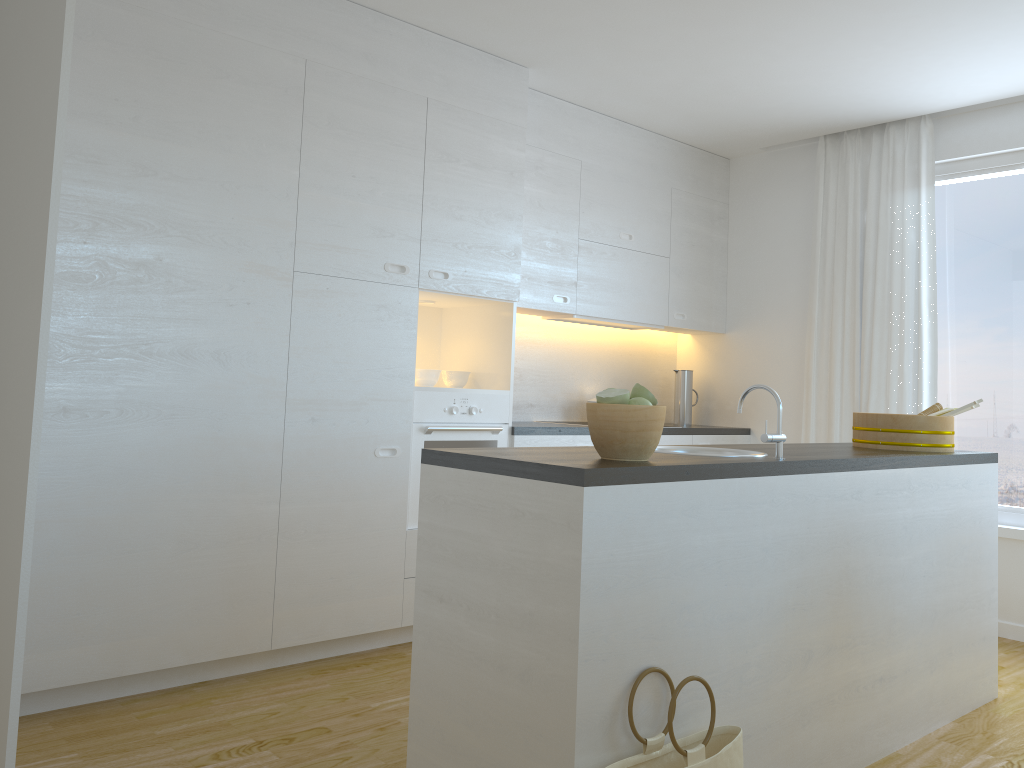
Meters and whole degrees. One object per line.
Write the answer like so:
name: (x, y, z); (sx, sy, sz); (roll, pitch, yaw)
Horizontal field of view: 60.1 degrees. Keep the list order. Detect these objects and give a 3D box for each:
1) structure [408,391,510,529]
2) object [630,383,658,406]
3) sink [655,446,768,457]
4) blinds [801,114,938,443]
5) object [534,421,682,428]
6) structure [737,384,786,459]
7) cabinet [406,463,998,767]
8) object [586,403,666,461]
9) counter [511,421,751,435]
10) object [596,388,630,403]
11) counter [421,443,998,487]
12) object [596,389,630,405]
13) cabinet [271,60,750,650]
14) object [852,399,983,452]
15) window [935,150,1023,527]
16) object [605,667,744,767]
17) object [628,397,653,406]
structure: (-0.226, 0.339, 4.019); (0.559, 0.598, 0.049); (5, -5, -42)
object: (0.348, 0.034, 2.330); (0.074, 0.072, 0.077); (3, -2, -17)
sink: (0.589, 0.285, 2.766); (0.404, 0.157, 0.403); (2, -1, 0)
blinds: (1.977, -0.447, 4.971); (0.149, 2.169, 0.794); (6, -5, -42)
object: (0.554, 0.238, 5.112); (0.652, 0.013, 0.561); (3, -1, -42)
structure: (0.715, 0.107, 2.606); (0.096, 0.216, 0.162); (6, -4, -42)
cabinet: (0.828, 0.719, 2.919); (2.394, 0.914, 0.600); (3, -3, -42)
object: (0.292, 0.123, 2.280); (0.205, 0.142, 0.205); (2, -2, 9)
counter: (0.552, 0.255, 5.106); (1.995, 0.040, 0.600); (3, -1, -42)
object: (0.271, 0.060, 2.326); (0.102, 0.099, 0.086); (3, -3, -21)
counter: (0.847, 0.244, 2.954); (2.394, 0.040, 0.600); (3, -1, -42)
object: (0.254, 0.044, 2.240); (0.084, 0.065, 0.085); (3, -2, -30)
cabinet: (0.162, -0.087, 4.685); (3.192, 2.310, 0.480); (4, -4, -42)
object: (1.603, 0.156, 3.584); (0.429, 0.215, 0.377); (3, -2, -14)
window: (3.017, -0.231, 4.086); (0.088, 1.926, 2.725); (6, -4, -42)
object: (0.791, 0.916, 1.772); (1.190, 0.504, 0.469); (2, -3, 26)
object: (0.325, 0.076, 2.265); (0.081, 0.086, 0.097); (2, -2, 13)
